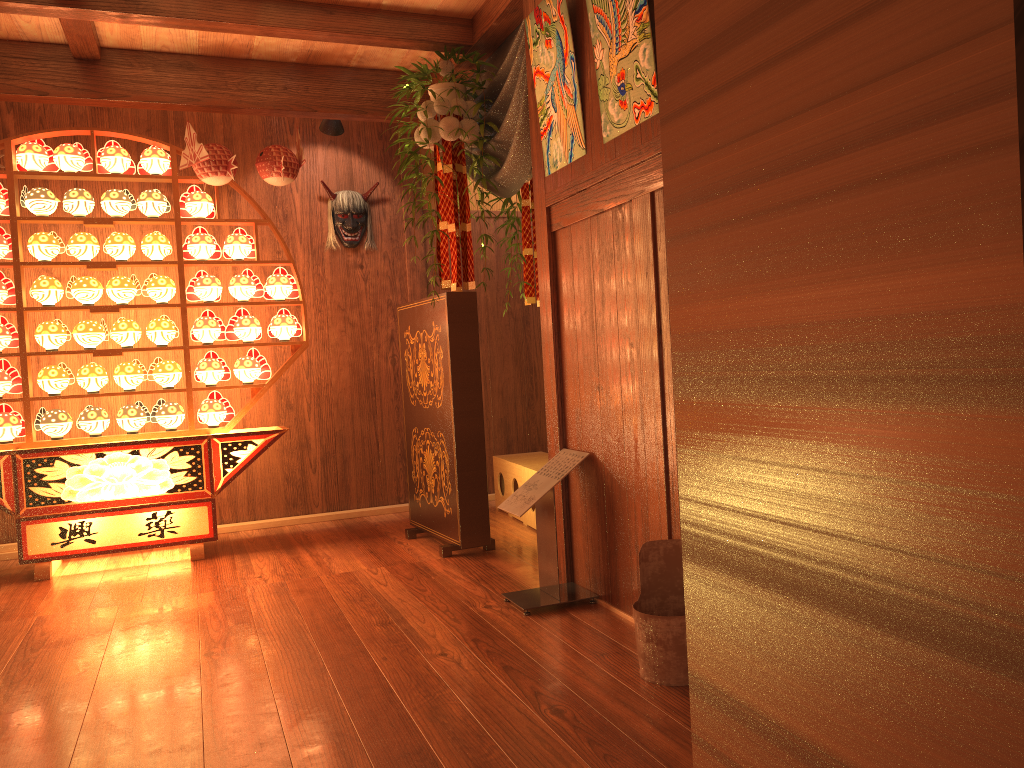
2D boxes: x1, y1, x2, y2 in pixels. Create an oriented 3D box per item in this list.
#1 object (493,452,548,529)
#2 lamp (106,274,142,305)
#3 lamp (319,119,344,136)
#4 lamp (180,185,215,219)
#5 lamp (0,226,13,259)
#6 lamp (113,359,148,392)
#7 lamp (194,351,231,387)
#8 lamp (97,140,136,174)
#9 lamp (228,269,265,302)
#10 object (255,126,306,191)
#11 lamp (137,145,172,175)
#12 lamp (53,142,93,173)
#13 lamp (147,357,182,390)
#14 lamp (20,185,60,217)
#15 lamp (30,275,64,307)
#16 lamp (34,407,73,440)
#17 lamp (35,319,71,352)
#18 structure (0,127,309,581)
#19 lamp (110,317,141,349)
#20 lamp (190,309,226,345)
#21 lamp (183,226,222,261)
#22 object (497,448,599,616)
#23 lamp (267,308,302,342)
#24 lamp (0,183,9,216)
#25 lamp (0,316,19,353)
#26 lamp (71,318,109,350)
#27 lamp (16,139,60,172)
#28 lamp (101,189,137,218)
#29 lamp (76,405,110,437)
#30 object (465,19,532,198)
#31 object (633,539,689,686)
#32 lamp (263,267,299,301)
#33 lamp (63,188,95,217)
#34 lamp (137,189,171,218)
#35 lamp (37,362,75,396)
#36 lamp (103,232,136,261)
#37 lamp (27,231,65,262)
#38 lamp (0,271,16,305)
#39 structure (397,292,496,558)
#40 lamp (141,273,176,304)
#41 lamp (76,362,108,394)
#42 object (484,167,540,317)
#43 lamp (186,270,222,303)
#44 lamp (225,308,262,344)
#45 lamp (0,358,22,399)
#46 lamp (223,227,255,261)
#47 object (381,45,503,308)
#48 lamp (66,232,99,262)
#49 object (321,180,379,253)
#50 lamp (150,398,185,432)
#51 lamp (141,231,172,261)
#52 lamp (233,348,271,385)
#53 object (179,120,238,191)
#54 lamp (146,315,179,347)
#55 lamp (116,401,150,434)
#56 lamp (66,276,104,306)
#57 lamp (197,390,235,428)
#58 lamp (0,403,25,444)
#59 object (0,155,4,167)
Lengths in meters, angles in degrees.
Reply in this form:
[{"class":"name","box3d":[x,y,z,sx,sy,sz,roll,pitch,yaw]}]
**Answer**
[{"class":"object","box3d":[0.216,0.610,4.965,0.333,0.330,1.265,-4,2,-16]},{"class":"lamp","box3d":[-2.008,-0.484,4.524,0.135,0.167,0.162,-2,2,34]},{"class":"lamp","box3d":[-1.029,-1.487,4.997,0.136,0.177,0.174,-3,2,-1]},{"class":"lamp","box3d":[-1.647,-0.965,4.662,0.207,0.200,0.152,-4,2,-37]},{"class":"lamp","box3d":[-2.531,-0.684,4.291,0.191,0.195,0.155,-3,2,-7]},{"class":"lamp","box3d":[-1.971,-0.044,4.533,0.138,0.167,0.158,-3,2,9]},{"class":"lamp","box3d":[-1.602,-0.082,4.685,0.188,0.194,0.155,-4,2,-12]},{"class":"lamp","box3d":[-2.019,-1.161,4.503,0.206,0.200,0.152,-4,2,-32]},{"class":"lamp","box3d":[-1.454,-0.532,4.749,0.179,0.191,0.158,-3,2,8]},{"class":"object","box3d":[-1.217,-1.185,4.587,0.234,0.318,0.357,-4,2,-26]},{"class":"lamp","box3d":[-1.849,-1.166,4.575,0.193,0.188,0.154,-4,2,-17]},{"class":"lamp","box3d":[-2.224,-1.137,4.422,0.168,0.179,0.158,-3,2,9]},{"class":"lamp","box3d":[-1.791,-0.059,4.608,0.152,0.173,0.144,-2,2,34]},{"class":"lamp","box3d":[-2.327,-0.904,4.388,0.158,0.167,0.138,-3,2,-6]},{"class":"lamp","box3d":[-2.302,-0.464,4.386,0.144,0.167,0.151,-5,2,-41]},{"class":"lamp","box3d":[-2.267,0.194,4.412,0.155,0.167,0.140,-3,2,9]},{"class":"lamp","box3d":[-2.296,-0.244,4.393,0.139,0.167,0.156,-3,2,-1]},{"class":"structure","box3d":[-2.056,-0.188,4.497,2.010,2.195,0.478,-4,2,-23]},{"class":"lamp","box3d":[-1.974,-0.265,4.528,0.144,0.167,0.152,-4,2,-36]},{"class":"lamp","box3d":[-1.617,-0.302,4.677,0.192,0.195,0.155,-4,2,-12]},{"class":"lamp","box3d":[-1.640,-0.745,4.665,0.205,0.200,0.153,-4,2,-22]},{"class":"object","box3d":[0.126,0.542,3.321,0.308,0.560,0.244,-4,2,-22]},{"class":"lamp","box3d":[-1.251,-0.325,4.832,0.185,0.192,0.155,-4,2,-12]},{"class":"lamp","box3d":[-2.543,-0.906,4.285,0.202,0.200,0.156,-3,2,-7]},{"class":"lamp","box3d":[-2.521,-0.242,4.297,0.184,0.192,0.155,-3,2,-7]},{"class":"lamp","box3d":[-2.145,-0.251,4.464,0.134,0.161,0.162,-2,2,44]},{"class":"lamp","box3d":[-2.367,-1.138,4.357,0.203,0.200,0.155,-4,2,-12]},{"class":"lamp","box3d":[-2.026,-0.924,4.508,0.136,0.167,0.160,-3,2,19]},{"class":"lamp","box3d":[-2.110,0.187,4.474,0.144,0.161,0.151,-5,2,-41]},{"class":"object","box3d":[-0.108,-1.259,4.265,0.097,0.751,1.464,-4,2,-20]},{"class":"object","box3d":[0.461,0.645,2.519,0.227,0.359,0.242,-2,2,39]},{"class":"lamp","box3d":[-1.274,-0.548,4.821,0.202,0.200,0.156,-3,2,-7]},{"class":"lamp","box3d":[-2.175,-0.911,4.439,0.144,0.161,0.152,-4,2,-31]},{"class":"lamp","box3d":[-1.863,-0.937,4.571,0.141,0.173,0.155,-3,2,-6]},{"class":"lamp","box3d":[-2.289,-0.024,4.400,0.138,0.167,0.158,-3,2,9]},{"class":"lamp","box3d":[-1.997,-0.705,4.516,0.144,0.167,0.151,-5,2,-41]},{"class":"lamp","box3d":[-2.326,-0.683,4.380,0.138,0.167,0.158,-3,2,9]},{"class":"lamp","box3d":[-2.536,-0.465,4.290,0.202,0.200,0.156,-3,2,-7]},{"class":"structure","box3d":[-0.360,0.192,4.500,0.278,1.250,0.778,-4,2,-25]},{"class":"lamp","box3d":[-1.819,-0.499,4.595,0.152,0.173,0.144,-2,2,39]},{"class":"lamp","box3d":[-2.122,-0.031,4.466,0.143,0.161,0.153,-4,2,-21]},{"class":"object","box3d":[0.075,-1.027,5.196,0.769,1.260,0.523,-4,2,-36]},{"class":"lamp","box3d":[-1.607,-0.520,4.682,0.196,0.187,0.151,-5,2,-41]},{"class":"lamp","box3d":[-1.422,-0.318,4.760,0.207,0.200,0.152,-4,2,-37]},{"class":"lamp","box3d":[-2.522,-0.025,4.297,0.200,0.200,0.157,-3,2,3]},{"class":"lamp","box3d":[-1.472,-0.753,4.737,0.191,0.195,0.155,-3,2,-7]},{"class":"object","box3d":[-0.303,-0.981,4.211,0.588,1.260,0.688,-4,2,-32]},{"class":"lamp","box3d":[-2.153,-0.692,4.451,0.144,0.161,0.151,-5,2,-41]},{"class":"object","box3d":[-0.996,-1.020,5.489,0.373,0.453,0.134,-4,2,-22]},{"class":"lamp","box3d":[-1.780,0.160,4.616,0.152,0.173,0.144,-2,2,34]},{"class":"lamp","box3d":[-1.846,-0.718,4.578,0.142,0.173,0.154,-4,2,-16]},{"class":"lamp","box3d":[-1.431,-0.096,4.759,0.197,0.200,0.159,-3,2,13]},{"class":"object","box3d":[-1.511,-1.153,4.462,0.249,0.314,0.352,-5,2,-44]},{"class":"lamp","box3d":[-1.826,-0.277,4.590,0.141,0.173,0.155,-3,2,-6]},{"class":"lamp","box3d":[-1.959,0.174,4.540,0.138,0.167,0.158,-3,2,9]},{"class":"lamp","box3d":[-2.137,-0.472,4.464,0.155,0.161,0.140,-3,2,9]},{"class":"lamp","box3d":[-1.593,0.135,4.694,0.196,0.197,0.155,-3,2,-7]},{"class":"lamp","box3d":[-2.478,0.193,4.321,0.201,0.197,0.152,-4,2,-32]},{"class":"object","box3d":[-2.527,-1.099,4.039,0.356,0.306,0.210,-4,2,-22]}]
